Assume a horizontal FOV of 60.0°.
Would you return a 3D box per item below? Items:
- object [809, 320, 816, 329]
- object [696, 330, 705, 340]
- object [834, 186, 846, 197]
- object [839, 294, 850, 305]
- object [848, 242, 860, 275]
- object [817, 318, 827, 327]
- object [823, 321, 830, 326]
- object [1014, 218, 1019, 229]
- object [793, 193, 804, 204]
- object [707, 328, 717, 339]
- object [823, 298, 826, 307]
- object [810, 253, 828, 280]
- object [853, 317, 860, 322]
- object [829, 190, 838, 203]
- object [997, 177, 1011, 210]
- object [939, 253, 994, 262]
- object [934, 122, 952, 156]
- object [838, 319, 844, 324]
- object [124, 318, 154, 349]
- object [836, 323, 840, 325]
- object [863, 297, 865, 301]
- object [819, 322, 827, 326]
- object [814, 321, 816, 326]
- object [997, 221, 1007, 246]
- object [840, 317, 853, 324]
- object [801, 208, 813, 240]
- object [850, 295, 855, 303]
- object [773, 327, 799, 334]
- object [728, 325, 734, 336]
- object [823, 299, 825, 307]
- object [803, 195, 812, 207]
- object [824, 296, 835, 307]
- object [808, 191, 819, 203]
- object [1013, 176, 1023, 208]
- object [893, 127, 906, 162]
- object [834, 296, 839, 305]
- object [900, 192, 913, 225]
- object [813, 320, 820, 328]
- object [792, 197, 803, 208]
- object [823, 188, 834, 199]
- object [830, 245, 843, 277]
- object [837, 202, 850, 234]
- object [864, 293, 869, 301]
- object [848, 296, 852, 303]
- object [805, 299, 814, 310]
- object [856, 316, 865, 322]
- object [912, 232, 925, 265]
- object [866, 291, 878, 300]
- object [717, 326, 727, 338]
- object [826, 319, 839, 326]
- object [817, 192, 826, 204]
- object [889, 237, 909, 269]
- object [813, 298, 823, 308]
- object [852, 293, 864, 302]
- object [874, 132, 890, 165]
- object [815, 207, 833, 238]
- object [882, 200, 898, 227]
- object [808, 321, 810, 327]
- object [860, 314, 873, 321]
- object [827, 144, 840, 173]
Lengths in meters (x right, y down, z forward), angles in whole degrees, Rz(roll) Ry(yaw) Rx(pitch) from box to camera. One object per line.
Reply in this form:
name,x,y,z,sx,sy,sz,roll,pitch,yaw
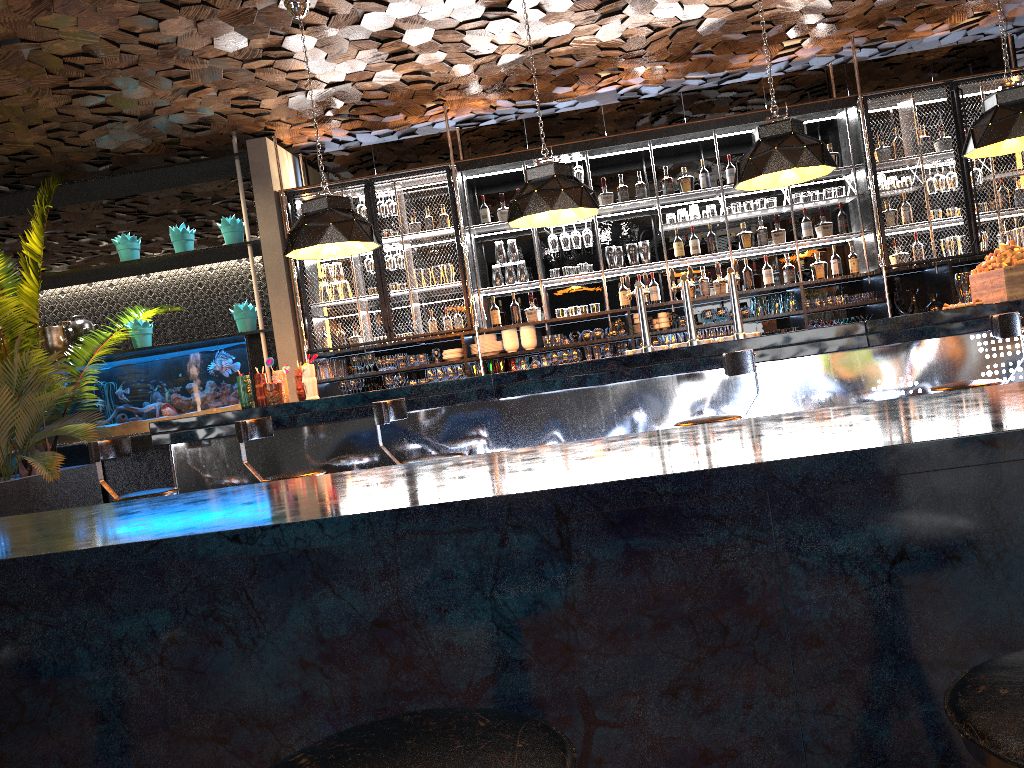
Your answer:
object,2.594,-0.464,7.671,0.089,0.174,0.089,-9,1,-34
object,1.656,-0.361,7.797,0.091,0.229,0.091,-8,1,-8
object,2.874,-1.675,7.761,0.089,0.092,0.089,-8,1,-9
object,2.865,-0.729,7.652,0.084,0.082,0.084,-8,1,-12
object,3.011,-1.101,7.827,0.080,0.299,0.080,-8,1,8
object,2.705,-0.481,7.719,0.089,0.174,0.089,-9,1,-34
object,2.804,-0.484,7.812,0.106,0.148,0.106,-7,1,38
object,4.396,-1.296,7.701,0.086,0.298,0.086,-9,1,-35
object,2.518,-1.625,7.799,0.089,0.092,0.089,-8,1,-9
object,1.758,-0.375,7.792,0.091,0.229,0.091,-9,1,-37
object,2.775,-0.717,7.760,0.084,0.082,0.084,-8,1,33
object,2.718,-1.035,7.856,0.151,0.248,0.094,-8,1,15
object,3.086,-0.526,7.893,0.107,0.152,0.107,-8,1,12
object,2.867,-1.676,7.926,0.089,0.092,0.089,-7,1,45
object,4.261,-1.645,7.694,0.086,0.299,0.086,-9,1,-35
object,3.949,-1.091,7.681,0.437,0.019,0.273,-8,1,6
object,3.750,-2.140,7.728,0.123,0.279,0.123,-8,1,9
object,2.918,-0.499,7.802,0.106,0.148,0.106,-8,1,34
object,-3.521,-0.477,8.394,0.265,0.325,0.245,-9,1,-30
object,2.927,-0.502,7.917,0.106,0.148,0.106,-7,1,45
object,3.112,-0.760,7.816,0.098,0.070,0.088,-9,1,-38
object,2.814,-0.486,7.929,0.106,0.148,0.106,-8,1,24
object,2.717,-0.485,7.914,0.089,0.174,0.089,-9,1,-34
object,4.273,-1.271,7.700,0.083,0.282,0.083,-8,1,-9
object,2.907,-0.496,7.686,0.106,0.148,0.106,-8,1,15
object,2.611,-1.413,7.865,0.086,0.298,0.086,-9,1,-35
object,3.011,-0.745,7.773,0.088,0.070,0.098,-8,1,29
object,2.356,-0.413,7.821,0.356,0.134,0.206,-8,1,13
object,1.943,-0.401,7.770,0.091,0.229,0.091,-8,1,-22
object,2.764,-0.717,7.858,0.084,0.082,0.084,-8,1,3
object,2.656,-1.647,7.959,0.089,0.092,0.089,-8,1,-9
object,2.747,-0.712,7.664,0.084,0.082,0.084,-8,1,23
object,2.664,-1.646,7.814,0.089,0.092,0.089,-8,1,5
object,4.396,-1.655,7.678,0.083,0.282,0.083,-8,1,16
object,3.386,-2.098,7.766,0.086,0.297,0.086,-9,1,-35
object,2.856,-0.729,7.752,0.084,0.082,0.084,-8,1,12
object,3.460,-1.531,7.785,0.086,0.298,0.086,-9,1,-35
object,2.693,-0.480,7.818,0.089,0.174,0.089,-9,1,-34
object,2.556,-1.632,7.935,0.089,0.092,0.089,-9,1,-40
object,2.774,-1.661,7.764,0.089,0.092,0.089,-7,1,45
object,2.868,-1.081,7.855,0.086,0.298,0.086,-9,1,-35
object,2.917,-1.457,7.830,0.086,0.299,0.086,-9,1,-35
object,3.102,-0.758,7.714,0.098,0.070,0.088,-8,1,33
object,3.023,-0.749,7.872,0.088,0.070,0.098,-8,1,-10
object,2.572,-0.687,7.686,0.084,0.082,0.084,-8,1,-2
object,3.078,-0.523,7.764,0.107,0.152,0.107,-8,1,20
object,3.558,-1.180,7.775,0.086,0.299,0.086,-9,1,-35
object,3.095,-0.755,7.616,0.088,0.070,0.098,-8,1,16
object,1.848,-0.388,7.782,0.091,0.229,0.091,-8,1,33
object,2.791,-0.480,7.696,0.106,0.148,0.106,-8,1,24
object,2.757,-1.661,7.924,0.089,0.092,0.089,-8,1,-9
object,3.390,-1.145,7.775,0.123,0.279,0.123,-8,1,-5
object,2.651,-0.698,7.675,0.084,0.082,0.084,-8,1,7
object,3.000,-0.743,7.676,0.088,0.070,0.098,-7,1,41
object,3.237,-2.066,7.765,0.123,0.279,0.123,-8,1,14
object,2.749,-1.422,7.830,0.123,0.279,0.123,-8,1,-5
object,3.310,-1.485,7.787,0.151,0.248,0.094,-8,1,15
object,2.613,-0.468,7.764,0.089,0.174,0.089,-9,1,-34
object,3.067,-0.520,7.647,0.107,0.152,0.107,-8,1,31
object,2.816,-1.992,7.821,0.151,0.248,0.094,-8,1,34
